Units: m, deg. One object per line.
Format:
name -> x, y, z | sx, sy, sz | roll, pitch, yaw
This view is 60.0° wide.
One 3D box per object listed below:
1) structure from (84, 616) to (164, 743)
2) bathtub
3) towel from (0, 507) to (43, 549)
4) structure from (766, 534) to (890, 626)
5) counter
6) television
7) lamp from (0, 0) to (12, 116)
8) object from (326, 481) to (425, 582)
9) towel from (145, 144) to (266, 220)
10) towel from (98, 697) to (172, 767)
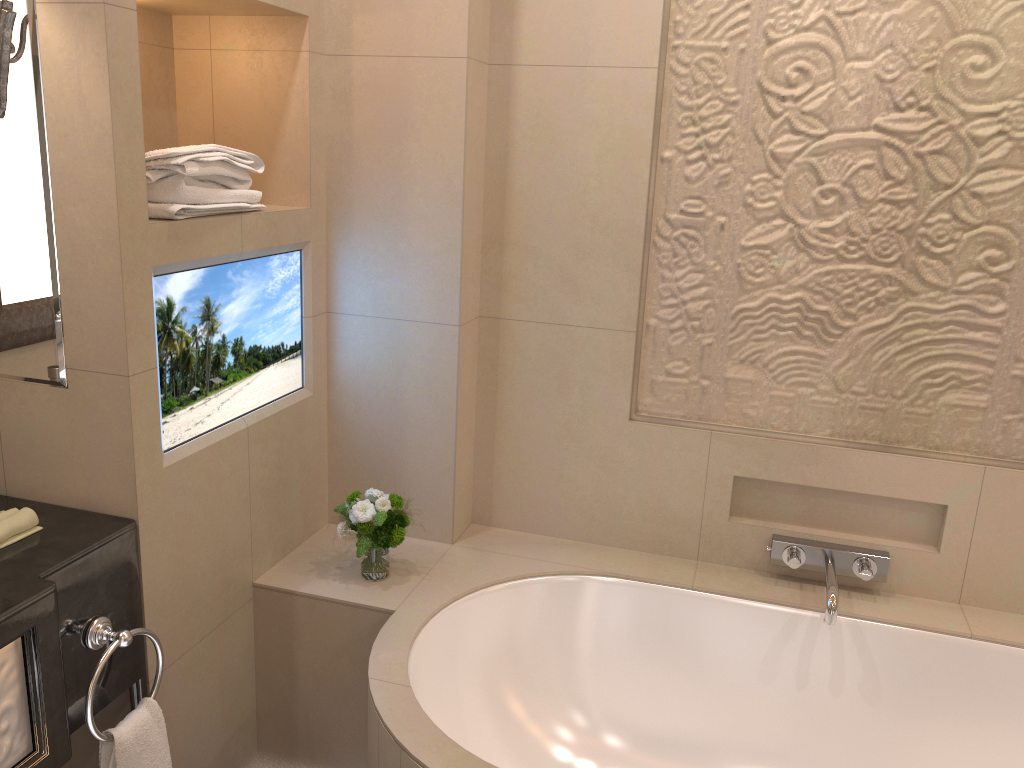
structure -> -0.727, 0.538, 1.631 | 0.074, 0.226, 0.203 | 7, 15, 15
bathtub -> 0.638, 0.892, 1.856 | 2.662, 0.540, 1.060 | 7, 15, 15
towel -> -0.933, 0.261, 1.580 | 0.096, 0.039, 0.149 | 7, 15, 17
structure -> 0.763, 0.478, 2.147 | 0.290, 0.097, 0.259 | 7, 15, 15
counter -> -1.136, 0.802, 1.249 | 0.543, 0.858, 1.330 | 7, 15, 15
television -> -0.625, -0.099, 1.996 | 0.025, 0.360, 0.564 | 7, 15, 15
lamp -> -0.937, -0.661, 1.416 | 0.174, 0.444, 0.223 | 7, 15, 15
object -> -0.339, 0.349, 2.184 | 0.229, 0.252, 0.197 | -7, 17, -31
towel -> 0.722, -0.558, 1.471 | 3.195, 0.726, 0.517 | 7, 15, 15
towel -> -0.713, 0.831, 1.703 | 0.116, 0.455, 0.173 | 2, 15, -3
